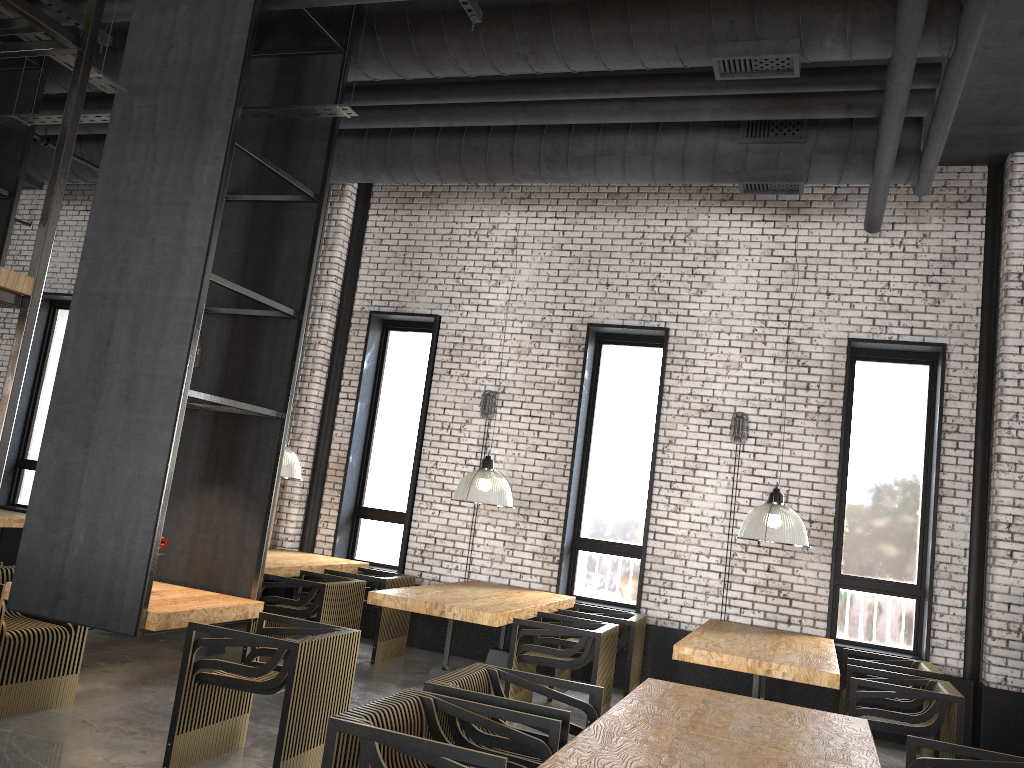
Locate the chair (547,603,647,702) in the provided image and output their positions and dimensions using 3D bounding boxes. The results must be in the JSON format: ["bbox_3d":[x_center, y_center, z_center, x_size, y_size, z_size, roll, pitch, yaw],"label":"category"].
[{"bbox_3d":[0.719,2.263,7.353,0.639,0.732,0.655,5,-9,17],"label":"chair"}]

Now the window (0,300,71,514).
[{"bbox_3d":[-5.750,0.258,11.004,0.749,2.707,0.363,4,-9,20],"label":"window"}]

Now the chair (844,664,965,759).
[{"bbox_3d":[2.461,2.260,5.646,0.639,0.732,0.654,5,-9,19],"label":"chair"}]

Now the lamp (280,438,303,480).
[{"bbox_3d":[-1.991,-0.354,8.131,0.535,2.413,0.536,13,-11,-34],"label":"lamp"}]

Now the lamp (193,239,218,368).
[{"bbox_3d":[-1.767,-0.886,5.276,0.108,1.604,0.108,9,-9,-8],"label":"lamp"}]

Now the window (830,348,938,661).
[{"bbox_3d":[3.271,1.008,7.785,0.749,2.707,0.363,4,-9,20],"label":"window"}]

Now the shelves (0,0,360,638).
[{"bbox_3d":[-4.216,-1.059,6.121,6.150,4.380,0.999,5,-9,20],"label":"shelves"}]

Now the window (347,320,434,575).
[{"bbox_3d":[-1.258,0.632,9.401,0.749,2.707,0.363,4,-9,20],"label":"window"}]

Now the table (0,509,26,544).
[{"bbox_3d":[-6.747,1.518,9.233,4.137,0.765,0.997,5,-9,20],"label":"table"}]

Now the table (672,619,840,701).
[{"bbox_3d":[1.789,2.260,6.420,1.001,0.765,2.109,5,-8,20],"label":"table"}]

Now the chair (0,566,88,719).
[{"bbox_3d":[-2.977,1.479,5.161,0.639,0.732,0.654,4,-9,22],"label":"chair"}]

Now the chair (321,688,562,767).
[{"bbox_3d":[-0.261,1.560,3.125,0.639,0.732,0.654,4,-9,20],"label":"chair"}]

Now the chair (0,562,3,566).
[{"bbox_3d":[-3.703,1.419,5.420,0.639,0.732,0.654,4,-9,21],"label":"chair"}]

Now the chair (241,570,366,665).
[{"bbox_3d":[-1.662,1.919,7.127,0.639,0.732,0.654,4,-9,20],"label":"chair"}]

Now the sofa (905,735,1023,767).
[{"bbox_3d":[1.733,1.800,2.963,0.640,0.732,1.799,5,-8,20],"label":"sofa"}]

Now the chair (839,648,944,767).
[{"bbox_3d":[2.801,2.436,6.610,0.639,0.732,0.654,5,-9,18],"label":"chair"}]

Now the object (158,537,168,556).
[{"bbox_3d":[-2.040,0.990,4.995,0.156,0.356,0.171,11,-9,-22],"label":"object"}]

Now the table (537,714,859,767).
[{"bbox_3d":[0.615,1.604,2.730,1.001,0.765,0.993,5,-9,20],"label":"table"}]

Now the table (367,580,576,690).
[{"bbox_3d":[-0.277,2.088,7.157,1.001,0.765,2.109,5,-8,20],"label":"table"}]

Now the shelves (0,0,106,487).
[{"bbox_3d":[-2.336,-1.134,1.421,0.690,5.034,3.646,4,-9,20],"label":"shelves"}]

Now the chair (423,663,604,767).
[{"bbox_3d":[-0.015,1.696,3.887,0.639,0.732,0.654,5,-9,19],"label":"chair"}]

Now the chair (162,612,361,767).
[{"bbox_3d":[-1.268,1.625,4.582,0.639,0.732,0.654,5,-9,18],"label":"chair"}]

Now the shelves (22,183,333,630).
[{"bbox_3d":[-2.900,-0.279,8.265,0.690,5.034,2.324,4,-9,20],"label":"shelves"}]

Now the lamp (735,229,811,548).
[{"bbox_3d":[2.065,-0.017,6.683,0.535,2.413,0.536,13,-11,-34],"label":"lamp"}]

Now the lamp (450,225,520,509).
[{"bbox_3d":[-0.088,-0.196,7.451,0.535,2.413,0.536,13,-11,-34],"label":"lamp"}]

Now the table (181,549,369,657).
[{"bbox_3d":[-2.262,1.923,7.866,1.001,0.765,2.109,5,-8,20],"label":"table"}]

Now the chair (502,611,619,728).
[{"bbox_3d":[0.360,2.086,6.395,0.639,0.732,0.654,5,-9,18],"label":"chair"}]

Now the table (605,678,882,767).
[{"bbox_3d":[0.934,1.773,3.663,1.001,0.765,0.993,5,-9,20],"label":"table"}]

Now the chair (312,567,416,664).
[{"bbox_3d":[-1.350,2.092,8.102,0.639,0.732,0.654,5,-9,18],"label":"chair"}]

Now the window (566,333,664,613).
[{"bbox_3d":[1.015,0.821,8.590,0.749,2.707,0.363,4,-9,20],"label":"window"}]
